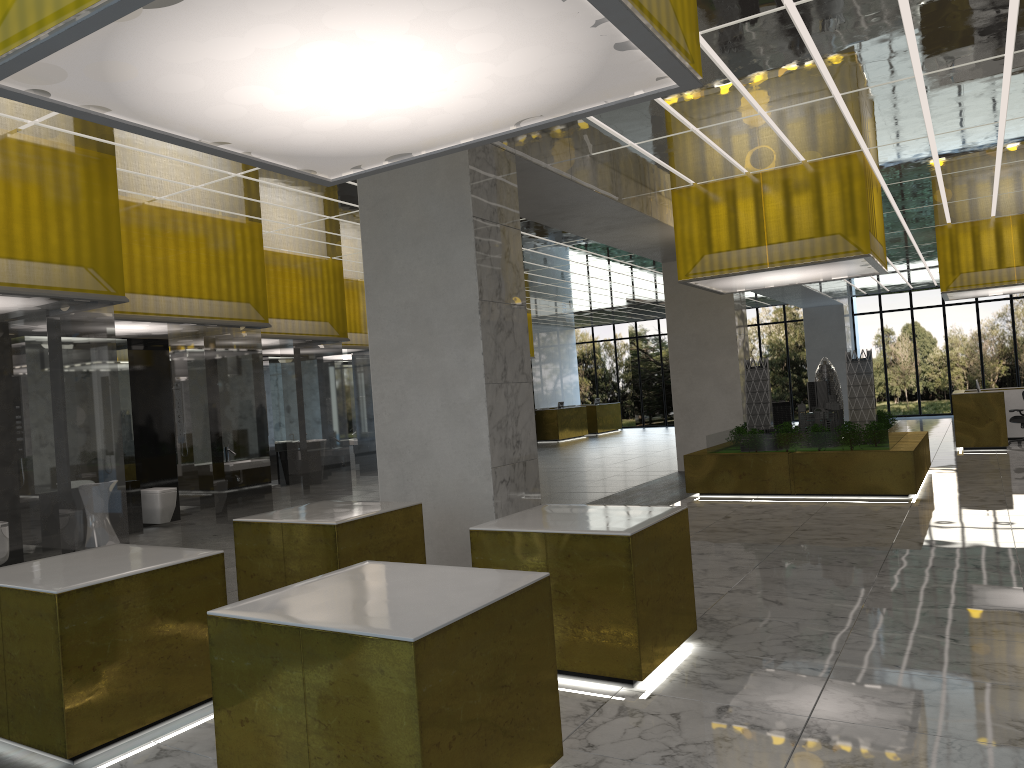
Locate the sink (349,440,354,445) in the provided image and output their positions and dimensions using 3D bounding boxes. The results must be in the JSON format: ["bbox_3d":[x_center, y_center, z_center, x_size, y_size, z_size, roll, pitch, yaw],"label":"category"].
[{"bbox_3d":[-5.121,1.942,30.079,0.923,1.053,1.312,-5,-1,30],"label":"sink"}]

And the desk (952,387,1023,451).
[{"bbox_3d":[13.679,0.864,22.665,3.396,1.508,3.295,-4,-1,31],"label":"desk"}]

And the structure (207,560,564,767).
[{"bbox_3d":[-0.661,1.738,4.741,1.441,1.173,1.366,-4,-1,31],"label":"structure"}]

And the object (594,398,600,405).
[{"bbox_3d":[4.391,1.104,44.756,0.581,0.667,0.710,-5,-1,30],"label":"object"}]

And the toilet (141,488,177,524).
[{"bbox_3d":[-7.299,2.502,17.528,0.887,0.694,0.482,-5,-1,32],"label":"toilet"}]

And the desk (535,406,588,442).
[{"bbox_3d":[1.482,1.968,41.285,3.396,1.508,3.295,-4,-1,31],"label":"desk"}]

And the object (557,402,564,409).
[{"bbox_3d":[2.205,1.190,40.756,0.581,0.667,0.709,-5,-1,31],"label":"object"}]

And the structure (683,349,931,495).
[{"bbox_3d":[6.147,0.663,17.564,4.086,2.571,4.870,-4,-1,31],"label":"structure"}]

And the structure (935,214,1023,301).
[{"bbox_3d":[13.311,-3.635,22.776,3.435,2.269,2.950,-4,-1,31],"label":"structure"}]

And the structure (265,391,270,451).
[{"bbox_3d":[-7.307,1.125,24.885,0.236,1.853,0.430,-4,-1,21],"label":"structure"}]

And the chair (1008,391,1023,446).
[{"bbox_3d":[13.727,0.853,22.470,0.980,1.493,1.182,-3,-1,-35],"label":"chair"}]

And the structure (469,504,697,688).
[{"bbox_3d":[0.622,1.687,7.088,1.441,1.173,1.366,-4,-1,31],"label":"structure"}]

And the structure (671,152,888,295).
[{"bbox_3d":[5.233,-3.184,16.601,3.436,2.269,3.069,-4,-1,31],"label":"structure"}]

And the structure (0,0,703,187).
[{"bbox_3d":[-1.000,-2.938,5.194,3.435,2.269,3.069,-4,-1,31],"label":"structure"}]

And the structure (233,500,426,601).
[{"bbox_3d":[-1.822,1.877,8.712,1.441,1.173,1.366,-4,-1,31],"label":"structure"}]

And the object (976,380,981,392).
[{"bbox_3d":[12.848,0.208,23.217,0.581,0.667,0.709,-5,-1,31],"label":"object"}]

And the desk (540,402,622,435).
[{"bbox_3d":[3.648,1.882,45.250,3.396,1.508,3.295,-4,-1,31],"label":"desk"}]

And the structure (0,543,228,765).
[{"bbox_3d":[-3.101,1.927,6.370,1.441,1.173,1.366,-4,-1,31],"label":"structure"}]
